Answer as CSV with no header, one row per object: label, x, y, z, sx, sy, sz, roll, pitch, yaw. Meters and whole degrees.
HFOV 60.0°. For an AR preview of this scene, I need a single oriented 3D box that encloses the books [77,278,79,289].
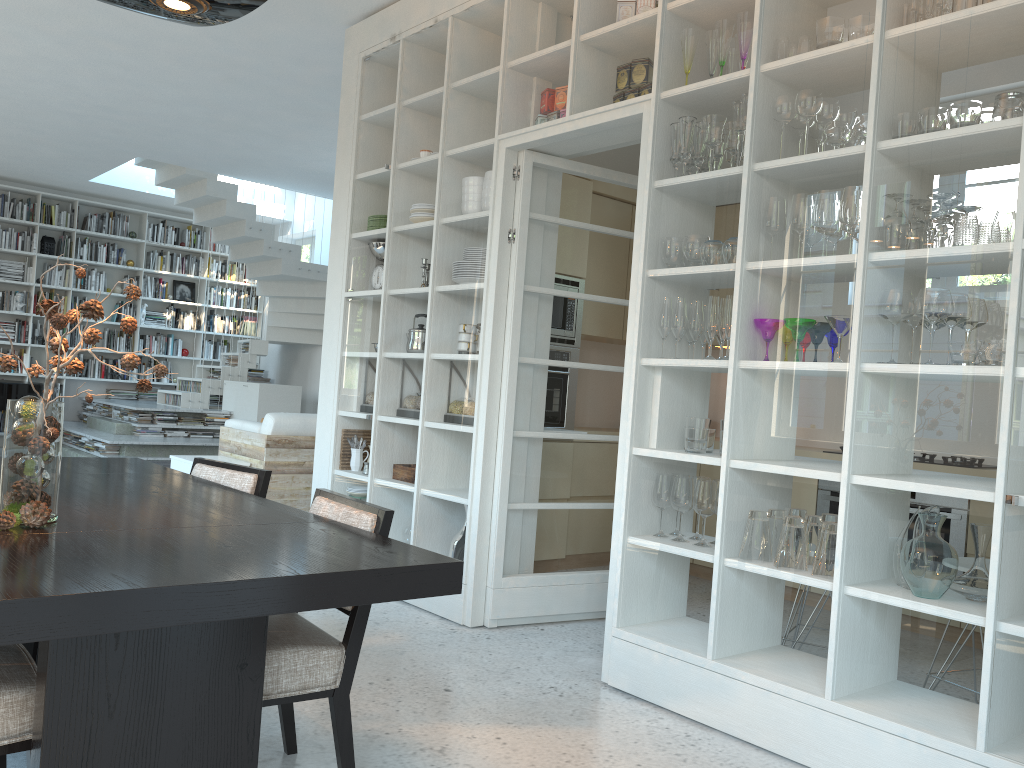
books,-5.512,-1.318,11.231,0.014,0.248,0.176,4,0,-40

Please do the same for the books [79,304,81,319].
books,-5.498,-0.919,11.244,0.017,0.192,0.191,4,0,-40

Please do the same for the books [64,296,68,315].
books,-5.643,-0.969,11.167,0.033,0.268,0.141,4,0,-40

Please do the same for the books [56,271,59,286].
books,-5.700,-1.306,11.067,0.024,0.195,0.172,4,0,-40

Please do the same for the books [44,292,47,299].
books,-5.806,-0.996,11.004,0.019,0.294,0.163,4,0,-40

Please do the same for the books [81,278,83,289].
books,-5.481,-1.309,11.269,0.013,0.236,0.157,4,0,-40

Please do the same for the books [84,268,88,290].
books,-5.438,-1.328,11.281,0.014,0.280,0.177,4,0,-40

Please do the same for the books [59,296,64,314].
books,-5.664,-0.970,11.133,0.032,0.266,0.143,4,0,-40

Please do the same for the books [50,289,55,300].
books,-5.748,-1.013,11.058,0.021,0.337,0.169,4,0,-40

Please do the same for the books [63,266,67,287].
books,-5.633,-1.342,11.134,0.025,0.277,0.173,4,0,-40

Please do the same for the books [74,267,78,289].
books,-5.532,-1.335,11.235,0.014,0.278,0.153,4,0,-40

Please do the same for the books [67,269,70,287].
books,-5.607,-1.320,11.156,0.026,0.238,0.173,4,0,-40

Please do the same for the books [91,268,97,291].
books,-5.369,-1.330,11.369,0.027,0.295,0.159,4,0,-40

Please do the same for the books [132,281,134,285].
books,-5.010,-1.253,11.669,0.013,0.202,0.173,4,0,-40

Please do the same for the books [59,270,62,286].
books,-5.671,-1.312,11.095,0.029,0.211,0.157,4,0,-40

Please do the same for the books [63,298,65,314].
books,-5.660,-0.960,11.157,0.019,0.248,0.149,4,0,-40

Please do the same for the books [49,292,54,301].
books,-5.748,-0.990,11.035,0.019,0.293,0.182,4,0,-40

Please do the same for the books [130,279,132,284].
books,-5.034,-1.268,11.656,0.016,0.228,0.160,4,0,-40

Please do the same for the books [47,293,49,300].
books,-5.806,-0.987,11.034,0.035,0.278,0.139,4,0,-40

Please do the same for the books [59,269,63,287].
books,-5.660,-1.322,11.113,0.024,0.234,0.149,4,0,-40

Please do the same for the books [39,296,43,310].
books,-5.841,-0.998,10.970,0.035,0.293,0.145,4,0,-40

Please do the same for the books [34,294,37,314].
books,-5.905,-0.980,10.958,0.013,0.247,0.176,4,0,-40

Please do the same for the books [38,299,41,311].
books,-5.861,-0.999,10.973,0.035,0.293,0.145,4,0,-40

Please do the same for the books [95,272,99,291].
books,-5.342,-1.302,11.374,0.025,0.245,0.183,4,0,-40

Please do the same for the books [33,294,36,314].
books,-5.909,-0.979,10.939,0.014,0.244,0.145,4,0,-40

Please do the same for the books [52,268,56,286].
books,-5.730,-1.329,11.053,0.023,0.236,0.178,4,0,-40

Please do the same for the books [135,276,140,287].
books,-4.951,-1.287,11.698,0.005,0.278,0.182,4,0,-40

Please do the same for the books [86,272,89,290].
books,-5.430,-1.306,11.298,0.022,0.237,0.164,4,0,-40

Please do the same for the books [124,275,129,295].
books,-5.057,-1.290,11.619,0.015,0.267,0.164,4,0,-40

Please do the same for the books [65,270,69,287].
books,-5.612,-1.316,11.132,0.028,0.230,0.176,4,0,-40

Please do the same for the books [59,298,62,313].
books,-5.687,-0.958,11.122,0.028,0.239,0.145,4,0,-40

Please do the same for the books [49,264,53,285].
books,-5.752,-1.351,11.041,0.019,0.275,0.146,4,0,-40

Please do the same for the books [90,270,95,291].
books,-5.375,-1.314,11.331,0.030,0.263,0.182,4,0,-40

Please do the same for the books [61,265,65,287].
books,-5.646,-1.351,11.125,0.028,0.293,0.154,4,0,-40

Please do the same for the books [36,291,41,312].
books,-5.864,-1.000,10.957,0.035,0.293,0.145,4,0,-40

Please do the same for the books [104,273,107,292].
books,-5.270,-1.300,11.458,0.034,0.254,0.161,4,0,-40

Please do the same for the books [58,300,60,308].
books,-5.695,-0.941,11.090,0.034,0.204,0.181,4,0,-40

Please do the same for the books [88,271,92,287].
books,-5.407,-1.314,11.336,0.011,0.257,0.131,4,0,-40

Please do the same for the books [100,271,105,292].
books,-5.284,-1.311,11.415,0.024,0.272,0.169,4,0,-40

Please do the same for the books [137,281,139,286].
books,-4.965,-1.252,11.698,0.012,0.206,0.169,4,0,-40

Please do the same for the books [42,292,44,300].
books,-5.841,-0.998,10.990,0.035,0.293,0.145,4,0,-40

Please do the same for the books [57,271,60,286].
books,-5.687,-1.306,11.081,0.027,0.196,0.185,4,0,-40

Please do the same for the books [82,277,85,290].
books,-5.468,-1.298,11.283,0.026,0.216,0.161,4,0,-40

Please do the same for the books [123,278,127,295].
books,-5.076,-1.274,11.619,0.012,0.232,0.154,4,0,-40

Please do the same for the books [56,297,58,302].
books,-5.707,-0.961,11.068,0.027,0.242,0.188,4,0,-40

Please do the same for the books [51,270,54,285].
books,-5.746,-1.316,11.048,0.023,0.207,0.171,4,0,-40

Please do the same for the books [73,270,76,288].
books,-5.553,-1.318,11.224,0.030,0.242,0.138,4,0,-40

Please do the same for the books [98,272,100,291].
books,-5.335,-1.310,11.405,0.024,0.262,0.133,4,0,-40

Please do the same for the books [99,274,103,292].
books,-5.310,-1.293,11.409,0.021,0.232,0.183,4,0,-40

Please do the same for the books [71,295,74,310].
books,-5.572,-0.973,11.201,0.035,0.288,0.191,4,0,-40

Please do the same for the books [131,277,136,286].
books,-4.990,-1.279,11.670,0.016,0.257,0.175,4,0,-40

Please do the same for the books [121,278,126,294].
books,-5.094,-1.269,11.611,0.015,0.220,0.140,4,0,-40

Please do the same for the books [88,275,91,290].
books,-5.419,-1.283,11.320,0.025,0.194,0.171,4,0,-40

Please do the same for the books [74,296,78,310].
books,-5.529,-0.965,11.218,0.013,0.279,0.191,4,0,-40

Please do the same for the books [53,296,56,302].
books,-5.740,-0.969,11.072,0.033,0.253,0.174,4,0,-40

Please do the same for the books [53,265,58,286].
books,-5.702,-1.347,11.048,0.028,0.275,0.186,4,0,-40

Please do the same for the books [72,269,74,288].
books,-5.569,-1.324,11.178,0.028,0.251,0.190,4,0,-40
